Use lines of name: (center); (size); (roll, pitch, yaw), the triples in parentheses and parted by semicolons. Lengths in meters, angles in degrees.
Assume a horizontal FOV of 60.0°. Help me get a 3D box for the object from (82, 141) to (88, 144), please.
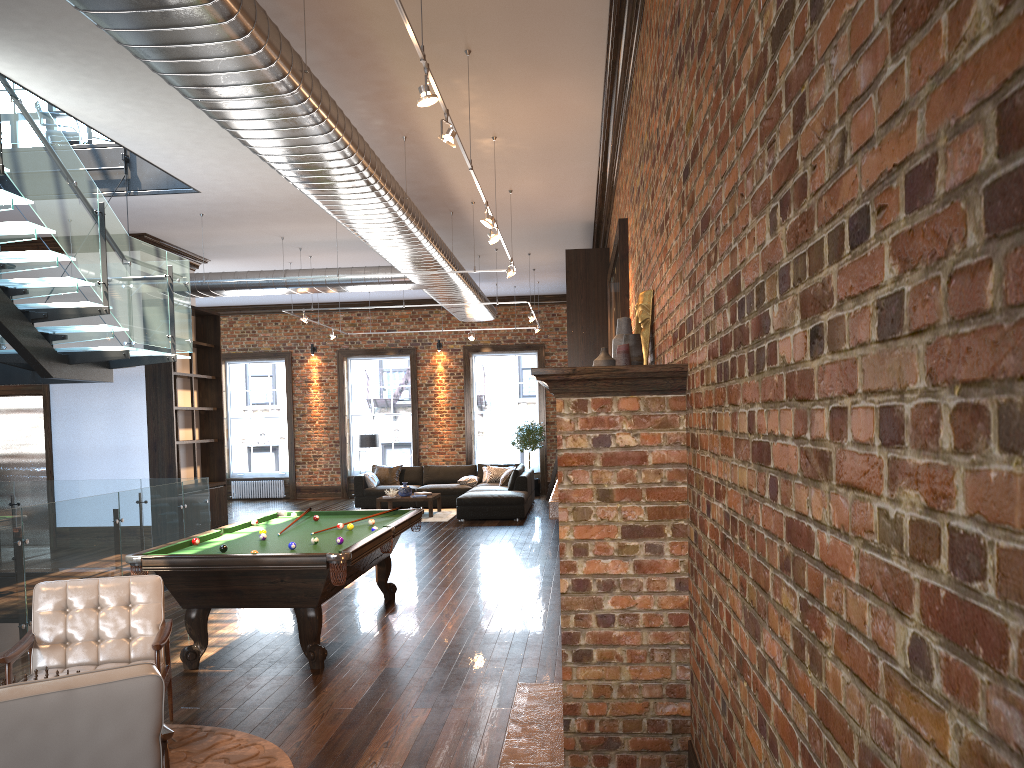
object: (-7.645, -3.435, 15.498); (0.810, 1.869, 0.800); (-3, 2, -37)

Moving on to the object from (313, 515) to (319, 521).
object: (-1.815, 1.244, 8.220); (0.057, 0.057, 0.057); (-1, 0, -37)

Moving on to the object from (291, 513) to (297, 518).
object: (-2.093, 1.263, 8.513); (0.057, 0.058, 0.057); (-1, 0, 5)

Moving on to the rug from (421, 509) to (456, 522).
rug: (-2.017, 2.385, 16.086); (2.021, 0.003, 2.112); (-2, -2, 4)

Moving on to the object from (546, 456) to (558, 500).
object: (1.129, 0.884, 18.539); (0.897, 3.085, 0.494); (-1, 2, 4)

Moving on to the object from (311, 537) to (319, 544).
object: (-1.475, 1.172, 6.633); (0.057, 0.057, 0.057); (-1, 0, 44)

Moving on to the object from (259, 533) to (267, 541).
object: (-1.947, 1.195, 6.931); (0.057, 0.057, 0.057); (-1, 0, -25)

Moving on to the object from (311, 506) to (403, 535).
object: (-1.359, 1.215, 7.971); (0.028, 0.072, 1.603); (-1, -2, 20)

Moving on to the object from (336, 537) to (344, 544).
object: (-1.281, 1.166, 6.601); (0.057, 0.057, 0.057); (-1, 0, 26)

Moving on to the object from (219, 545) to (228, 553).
object: (-2.057, 1.174, 6.324); (0.057, 0.057, 0.057); (-1, 0, 9)

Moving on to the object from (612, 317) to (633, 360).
object: (0.637, -0.199, 5.004); (0.145, 0.351, 0.145); (0, 2, 41)

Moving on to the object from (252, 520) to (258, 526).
object: (-2.307, 1.246, 7.960); (0.057, 0.057, 0.057); (-1, 0, 3)

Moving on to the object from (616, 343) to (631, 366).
object: (0.590, -0.124, 4.712); (0.081, 0.179, 0.081); (-3, 2, -43)

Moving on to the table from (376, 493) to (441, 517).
table: (-1.866, 2.213, 16.193); (1.000, 0.346, 1.000); (-2, -2, 4)

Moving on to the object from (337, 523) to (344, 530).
object: (-1.457, 1.208, 7.526); (0.057, 0.057, 0.057); (-1, 0, -31)

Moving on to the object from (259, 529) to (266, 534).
object: (-2.033, 1.210, 7.234); (0.057, 0.057, 0.057); (-1, 0, 41)

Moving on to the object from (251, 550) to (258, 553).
object: (-1.742, 1.153, 5.996); (0.057, 0.057, 0.057); (-1, 0, 22)

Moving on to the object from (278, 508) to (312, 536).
object: (-1.952, 1.231, 8.017); (0.028, 0.072, 1.605); (-2, -2, -4)

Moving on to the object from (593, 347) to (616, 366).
object: (0.503, -0.114, 4.817); (0.136, 0.169, 0.136); (-2, 1, -43)

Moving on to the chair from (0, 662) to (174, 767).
chair: (-1.692, 1.432, 3.238); (0.767, 0.868, 0.741); (-2, 1, -35)

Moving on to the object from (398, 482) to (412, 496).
object: (-1.943, 1.913, 16.114); (0.215, 0.252, 0.214); (-1, 1, 37)

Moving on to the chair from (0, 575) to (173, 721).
chair: (-2.222, 1.505, 4.708); (0.768, 0.868, 0.741); (-1, 1, -15)

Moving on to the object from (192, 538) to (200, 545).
object: (-2.406, 1.199, 6.747); (0.057, 0.057, 0.057); (-1, 0, -39)

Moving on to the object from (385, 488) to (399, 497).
object: (-2.150, 1.958, 15.967); (0.217, 0.160, 0.219); (-1, -1, -44)

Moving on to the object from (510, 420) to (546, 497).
object: (0.345, 1.707, 19.433); (0.812, 1.869, 0.798); (-1, 2, 13)

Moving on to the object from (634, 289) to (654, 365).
object: (0.787, -0.280, 5.387); (0.125, 0.537, 0.408); (-1, 1, 4)

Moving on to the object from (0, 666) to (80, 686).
object: (-2.138, 1.339, 4.025); (0.334, 0.101, 0.075); (-1, 1, -21)

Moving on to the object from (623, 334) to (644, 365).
object: (0.655, -0.154, 4.824); (0.120, 0.243, 0.120); (-1, 2, 24)

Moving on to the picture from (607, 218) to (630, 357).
picture: (1.116, 0.137, 9.299); (0.080, 3.008, 3.196); (-1, 0, 4)

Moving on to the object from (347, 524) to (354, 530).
object: (-1.360, 1.203, 7.460); (0.057, 0.057, 0.057); (-1, 0, 5)

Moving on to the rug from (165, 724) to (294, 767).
rug: (-2.002, 1.892, 4.035); (1.970, 0.015, 1.969); (-2, -2, 6)

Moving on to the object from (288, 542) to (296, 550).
object: (-1.580, 1.164, 6.380); (0.057, 0.057, 0.057); (-1, 0, 9)

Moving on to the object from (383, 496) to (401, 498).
object: (-2.159, 2.028, 15.960); (0.267, 0.018, 0.201); (-3, -3, 28)
